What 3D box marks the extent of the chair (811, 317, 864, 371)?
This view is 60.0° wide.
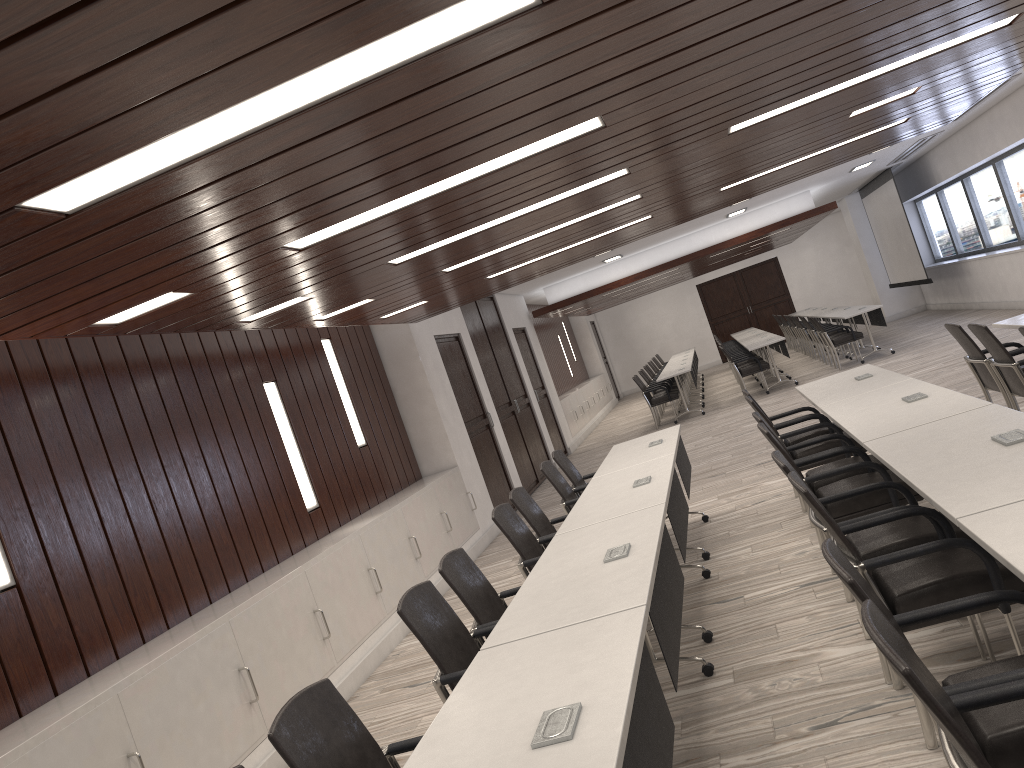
[{"bbox_3d":[5.214,-0.732,14.089,0.638,0.939,0.513,-19,0,14],"label":"chair"}]

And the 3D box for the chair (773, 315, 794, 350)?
[{"bbox_3d":[6.799,-1.341,21.502,0.638,0.939,0.513,-19,0,14],"label":"chair"}]

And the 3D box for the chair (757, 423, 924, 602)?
[{"bbox_3d":[1.728,0.556,4.571,0.638,0.939,0.513,-19,0,12],"label":"chair"}]

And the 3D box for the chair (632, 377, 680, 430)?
[{"bbox_3d":[2.452,0.227,14.755,0.638,0.939,0.513,-19,0,14],"label":"chair"}]

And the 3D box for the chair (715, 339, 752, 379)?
[{"bbox_3d":[4.789,-0.619,18.874,0.638,0.939,0.513,-19,0,13],"label":"chair"}]

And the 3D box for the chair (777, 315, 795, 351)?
[{"bbox_3d":[6.596,-1.262,20.536,0.638,0.939,0.513,-19,0,13],"label":"chair"}]

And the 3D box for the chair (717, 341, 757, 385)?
[{"bbox_3d":[4.475,-0.499,17.387,0.638,0.939,0.513,-19,0,13],"label":"chair"}]

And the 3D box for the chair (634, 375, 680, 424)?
[{"bbox_3d":[2.553,0.188,15.266,0.638,0.939,0.513,-19,0,12],"label":"chair"}]

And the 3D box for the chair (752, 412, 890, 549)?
[{"bbox_3d":[1.839,0.513,5.081,0.638,0.939,0.513,-19,0,13],"label":"chair"}]

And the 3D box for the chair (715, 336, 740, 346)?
[{"bbox_3d":[5.227,-0.787,20.862,0.638,0.939,0.513,-19,0,13],"label":"chair"}]

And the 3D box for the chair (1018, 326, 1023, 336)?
[{"bbox_3d":[3.229,0.031,4.752,0.638,0.939,0.513,-19,0,13],"label":"chair"}]

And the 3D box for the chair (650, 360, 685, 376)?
[{"bbox_3d":[3.511,-0.180,19.715,0.638,0.939,0.513,-19,0,12],"label":"chair"}]

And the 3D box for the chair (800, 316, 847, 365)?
[{"bbox_3d":[5.531,-0.854,15.576,0.638,0.939,0.513,-19,0,13],"label":"chair"}]

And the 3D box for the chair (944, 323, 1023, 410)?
[{"bbox_3d":[3.535,-0.087,6.233,0.638,0.939,0.513,-19,0,13],"label":"chair"}]

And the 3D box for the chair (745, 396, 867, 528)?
[{"bbox_3d":[2.054,0.431,6.057,0.638,0.939,0.513,-19,0,12],"label":"chair"}]

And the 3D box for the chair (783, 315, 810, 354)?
[{"bbox_3d":[6.290,-1.145,19.040,0.638,0.939,0.513,-19,0,12],"label":"chair"}]

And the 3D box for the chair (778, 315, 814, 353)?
[{"bbox_3d":[6.483,-1.219,20.017,0.638,0.939,0.513,-19,0,12],"label":"chair"}]

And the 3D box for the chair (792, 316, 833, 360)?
[{"bbox_3d":[5.848,-0.975,17.051,0.638,0.939,0.513,-19,0,14],"label":"chair"}]

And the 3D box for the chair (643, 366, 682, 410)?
[{"bbox_3d":[3.071,-0.012,17.718,0.638,0.939,0.513,-19,0,13],"label":"chair"}]

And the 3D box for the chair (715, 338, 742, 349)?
[{"bbox_3d":[4.907,-0.665,19.382,0.638,0.939,0.513,-19,0,13],"label":"chair"}]

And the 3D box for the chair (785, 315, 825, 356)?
[{"bbox_3d":[6.175,-1.100,18.529,0.638,0.939,0.513,-19,0,13],"label":"chair"}]

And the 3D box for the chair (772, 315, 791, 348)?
[{"bbox_3d":[6.916,-1.385,22.008,0.638,0.939,0.513,-19,0,13],"label":"chair"}]

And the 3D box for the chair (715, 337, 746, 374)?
[{"bbox_3d":[5.112,-0.743,20.358,0.638,0.939,0.513,-19,0,13],"label":"chair"}]

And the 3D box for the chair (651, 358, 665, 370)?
[{"bbox_3d":[3.709,-0.256,20.691,0.638,0.939,0.513,-19,0,12],"label":"chair"}]

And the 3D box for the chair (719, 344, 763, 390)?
[{"bbox_3d":[4.165,-0.380,15.902,0.638,0.939,0.513,-19,0,12],"label":"chair"}]

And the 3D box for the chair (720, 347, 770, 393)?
[{"bbox_3d":[3.846,-0.257,14.417,0.638,0.939,0.513,-19,0,13],"label":"chair"}]

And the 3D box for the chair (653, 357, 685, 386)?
[{"bbox_3d":[3.818,-0.298,21.203,0.638,0.939,0.513,-19,0,13],"label":"chair"}]

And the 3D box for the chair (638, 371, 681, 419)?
[{"bbox_3d":[2.764,0.107,16.243,0.638,0.939,0.513,-19,0,12],"label":"chair"}]

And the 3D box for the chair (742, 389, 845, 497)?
[{"bbox_3d":[2.166,0.388,6.570,0.638,0.939,0.513,-19,0,12],"label":"chair"}]

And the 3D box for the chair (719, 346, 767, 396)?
[{"bbox_3d":[3.946,-0.296,14.940,0.638,0.939,0.513,-19,0,12],"label":"chair"}]

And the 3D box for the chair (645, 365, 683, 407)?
[{"bbox_3d":[3.185,-0.055,18.223,0.638,0.939,0.513,-19,0,13],"label":"chair"}]

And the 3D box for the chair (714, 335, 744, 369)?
[{"bbox_3d":[5.439,-0.868,21.837,0.638,0.939,0.513,-19,0,13],"label":"chair"}]

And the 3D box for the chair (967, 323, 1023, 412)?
[{"bbox_3d":[3.441,-0.051,5.721,0.638,0.939,0.513,-19,0,13],"label":"chair"}]

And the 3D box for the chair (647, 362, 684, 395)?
[{"bbox_3d":[3.387,-0.133,19.207,0.638,0.939,0.513,-19,0,13],"label":"chair"}]

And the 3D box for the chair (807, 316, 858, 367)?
[{"bbox_3d":[5.323,-0.774,14.599,0.638,0.939,0.513,-19,0,12],"label":"chair"}]

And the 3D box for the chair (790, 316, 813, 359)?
[{"bbox_3d":[5.959,-1.018,17.561,0.638,0.939,0.513,-19,0,14],"label":"chair"}]

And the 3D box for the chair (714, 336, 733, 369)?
[{"bbox_3d":[5.531,-0.905,22.345,0.638,0.939,0.513,-19,0,12],"label":"chair"}]

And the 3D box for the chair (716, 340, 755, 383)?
[{"bbox_3d":[4.579,-0.539,17.891,0.638,0.939,0.513,-19,0,14],"label":"chair"}]

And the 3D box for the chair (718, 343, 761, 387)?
[{"bbox_3d":[4.275,-0.422,16.408,0.638,0.939,0.513,-19,0,13],"label":"chair"}]

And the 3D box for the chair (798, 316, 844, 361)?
[{"bbox_3d":[5.656,-0.901,16.081,0.638,0.939,0.513,-19,0,12],"label":"chair"}]

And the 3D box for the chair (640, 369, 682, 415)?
[{"bbox_3d":[2.876,0.064,16.762,0.638,0.939,0.513,-19,0,14],"label":"chair"}]
